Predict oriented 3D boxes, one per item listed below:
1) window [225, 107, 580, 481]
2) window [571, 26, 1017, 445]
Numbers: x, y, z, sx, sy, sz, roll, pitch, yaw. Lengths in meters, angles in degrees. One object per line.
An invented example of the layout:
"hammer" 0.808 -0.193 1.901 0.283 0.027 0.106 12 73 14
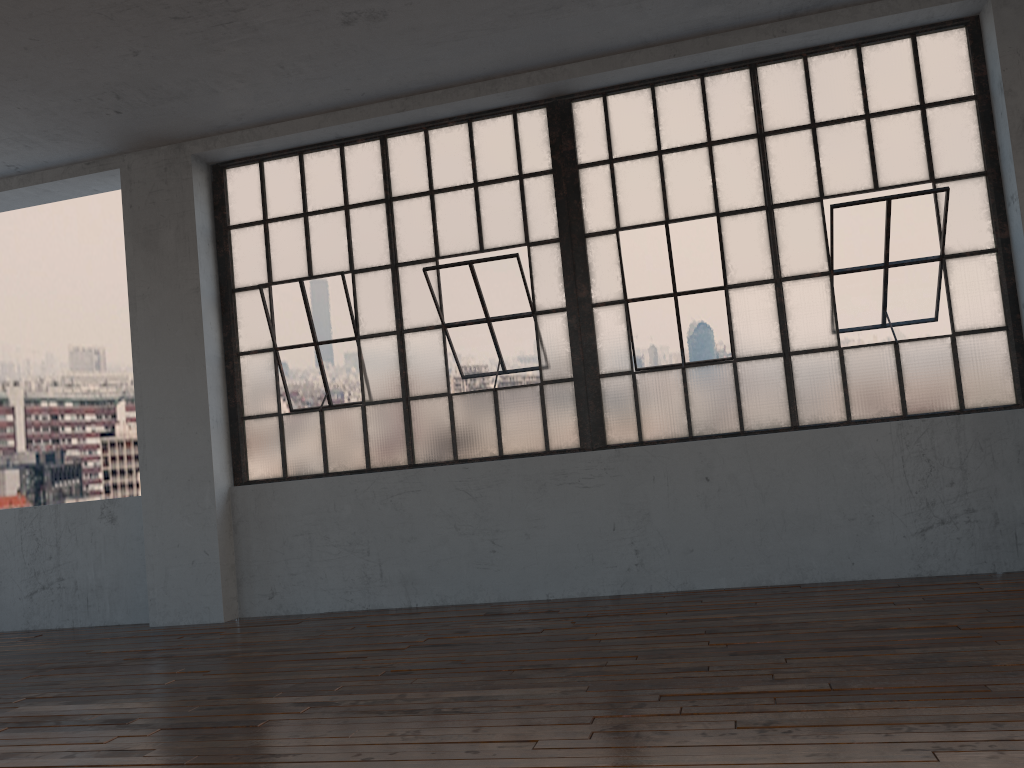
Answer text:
"window" -0.766 -0.568 5.921 2.458 2.255 0.670 -7 -4 13
"window" 1.581 -0.848 5.356 2.458 2.255 0.670 -7 -4 13
